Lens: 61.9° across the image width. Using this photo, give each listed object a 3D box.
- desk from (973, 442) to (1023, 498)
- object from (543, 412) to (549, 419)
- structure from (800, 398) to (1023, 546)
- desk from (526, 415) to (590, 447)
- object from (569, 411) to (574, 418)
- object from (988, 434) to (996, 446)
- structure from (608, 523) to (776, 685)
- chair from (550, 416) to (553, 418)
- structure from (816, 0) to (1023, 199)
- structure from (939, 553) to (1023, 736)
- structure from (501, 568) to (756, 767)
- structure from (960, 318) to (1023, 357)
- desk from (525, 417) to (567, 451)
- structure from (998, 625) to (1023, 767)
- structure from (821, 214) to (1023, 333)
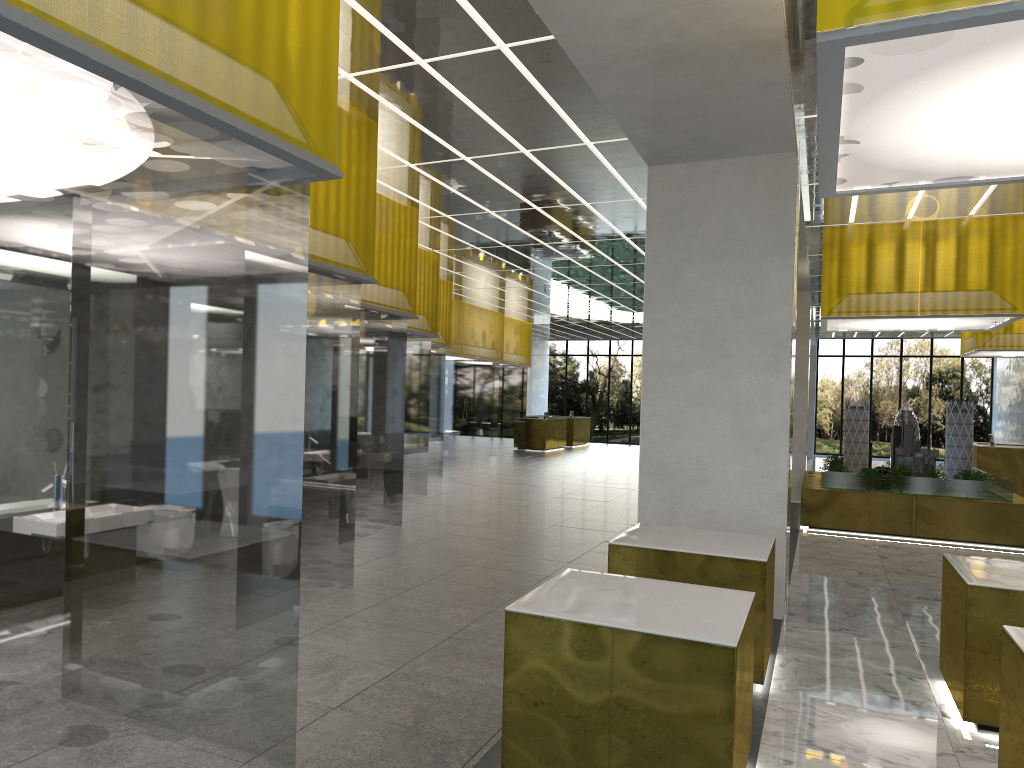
[{"bbox_3d":[14.872,2.533,24.336,3.352,1.508,3.348,1,-1,24],"label":"desk"},{"bbox_3d":[1.507,1.687,41.402,0.573,0.667,0.721,2,0,23],"label":"object"},{"bbox_3d":[8.341,1.613,18.179,4.030,2.571,4.952,1,-1,23],"label":"structure"},{"bbox_3d":[2.236,2.503,46.185,3.352,1.508,3.349,1,-1,24],"label":"desk"},{"bbox_3d":[3.090,1.803,45.762,0.573,0.667,0.722,2,0,23],"label":"object"},{"bbox_3d":[14.072,1.797,24.787,0.573,0.667,0.721,2,0,23],"label":"object"},{"bbox_3d":[1.734,2.067,8.154,1.422,1.173,1.388,2,0,24],"label":"structure"},{"bbox_3d":[2.405,2.500,46.035,1.230,1.494,0.939,2,0,41],"label":"chair"},{"bbox_3d":[3.466,-2.632,4.594,3.391,2.269,3.118,1,-1,24],"label":"structure"},{"bbox_3d":[4.304,2.122,6.796,1.422,1.173,1.388,2,0,24],"label":"structure"},{"bbox_3d":[0.807,1.999,5.602,1.422,1.173,1.388,2,0,24],"label":"structure"},{"bbox_3d":[14.962,-1.979,24.341,3.392,2.269,2.997,1,-1,24],"label":"structure"},{"bbox_3d":[0.667,2.388,41.863,3.352,1.508,3.349,1,-1,24],"label":"desk"},{"bbox_3d":[3.374,2.054,4.238,1.422,1.173,1.388,2,0,24],"label":"structure"},{"bbox_3d":[7.982,-2.302,17.028,3.392,2.269,3.118,1,-1,24],"label":"structure"}]
